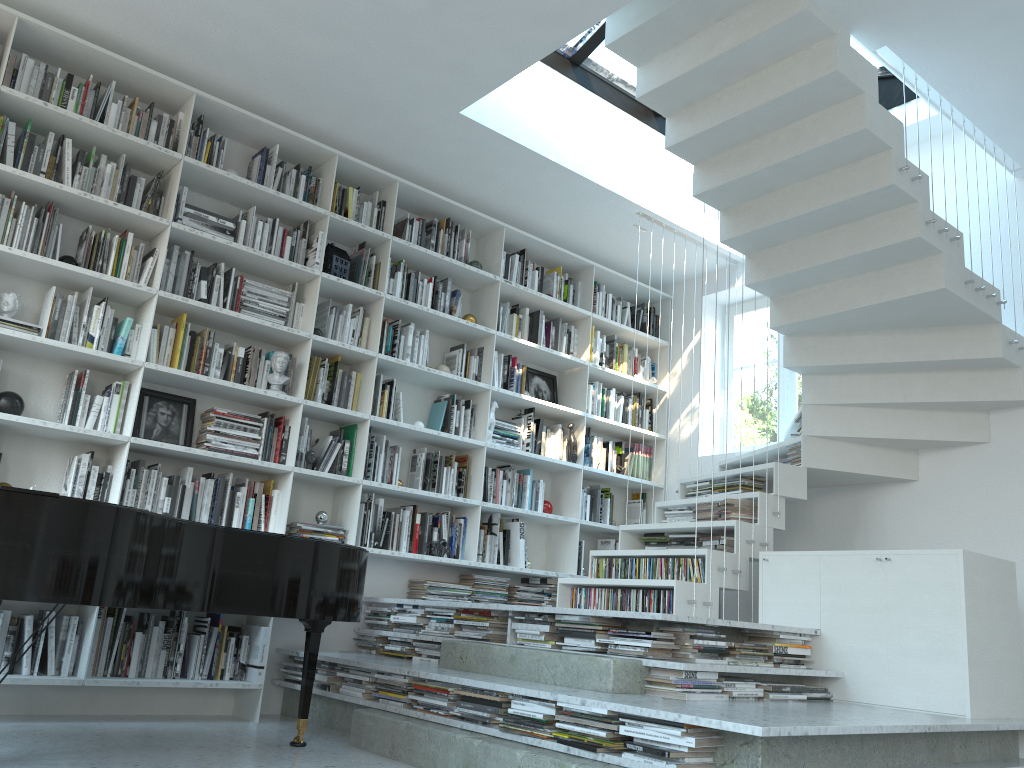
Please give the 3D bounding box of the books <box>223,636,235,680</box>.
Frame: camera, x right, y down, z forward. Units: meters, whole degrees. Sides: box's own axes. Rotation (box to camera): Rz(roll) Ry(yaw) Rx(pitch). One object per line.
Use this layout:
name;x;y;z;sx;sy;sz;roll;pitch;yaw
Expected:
books;-1.462;1.383;4.485;0.022;0.204;0.191;16;-19;-37

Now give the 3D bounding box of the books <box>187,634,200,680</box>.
books;-1.591;1.341;4.372;0.010;0.205;0.180;16;-18;-37

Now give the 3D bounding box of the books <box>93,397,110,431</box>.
books;-1.995;0.165;4.279;0.024;0.187;0.172;16;-18;-37

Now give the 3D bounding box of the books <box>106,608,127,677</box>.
books;-1.884;1.209;4.172;0.034;0.310;0.170;16;-18;-37

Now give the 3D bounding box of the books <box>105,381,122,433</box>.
books;-1.961;0.133;4.308;0.027;0.269;0.178;16;-18;-37

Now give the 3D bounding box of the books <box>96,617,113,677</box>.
books;-1.923;1.224;4.148;0.025;0.263;0.145;16;-18;-37

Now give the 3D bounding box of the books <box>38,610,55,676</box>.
books;-2.098;1.163;3.998;0.074;0.275;0.181;16;-18;-37

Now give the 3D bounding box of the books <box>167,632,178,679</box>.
books;-1.683;1.316;4.319;0.022;0.212;0.167;16;-18;-37

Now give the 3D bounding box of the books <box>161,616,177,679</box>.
books;-1.691;1.277;4.314;0.013;0.284;0.185;16;-18;-37

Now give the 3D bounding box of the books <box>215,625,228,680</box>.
books;-1.491;1.348;4.467;0.011;0.257;0.171;16;-18;-37

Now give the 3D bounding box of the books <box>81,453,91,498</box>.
books;-2.042;0.471;4.192;0.010;0.276;0.155;16;-18;-37

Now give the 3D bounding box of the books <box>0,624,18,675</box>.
books;-2.224;1.161;3.887;0.030;0.201;0.178;16;-18;-37

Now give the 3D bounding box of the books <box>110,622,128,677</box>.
books;-1.872;1.248;4.189;0.022;0.246;0.144;16;-18;-37

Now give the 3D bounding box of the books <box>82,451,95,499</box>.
books;-2.030;0.466;4.198;0.014;0.290;0.132;16;-18;-37

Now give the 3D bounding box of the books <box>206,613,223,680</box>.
books;-1.514;1.310;4.444;0.013;0.316;0.186;16;-18;-37

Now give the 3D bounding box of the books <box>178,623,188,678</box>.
books;-1.648;1.305;4.362;0.024;0.261;0.131;16;-18;-37

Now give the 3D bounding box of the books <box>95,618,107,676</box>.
books;-1.943;1.224;4.144;0.010;0.258;0.131;16;-18;-37

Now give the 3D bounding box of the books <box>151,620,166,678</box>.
books;-1.736;1.280;4.295;0.028;0.260;0.132;16;-18;-37

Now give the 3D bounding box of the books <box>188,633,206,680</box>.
books;-1.579;1.345;4.388;0.029;0.209;0.170;16;-18;-37

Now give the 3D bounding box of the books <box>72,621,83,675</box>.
books;-2.019;1.212;4.080;0.021;0.237;0.115;16;-18;-37

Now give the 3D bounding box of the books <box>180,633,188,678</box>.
books;-1.631;1.337;4.381;0.040;0.211;0.129;16;-18;-37

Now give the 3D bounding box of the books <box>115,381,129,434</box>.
books;-1.929;0.135;4.326;0.021;0.281;0.162;16;-18;-37

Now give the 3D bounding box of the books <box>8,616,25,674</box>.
books;-2.208;1.152;3.918;0.028;0.237;0.136;16;-18;-37

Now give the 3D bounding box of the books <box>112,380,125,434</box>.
books;-1.940;0.132;4.314;0.011;0.278;0.188;16;-18;-37

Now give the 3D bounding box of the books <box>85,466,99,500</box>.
books;-2.011;0.503;4.196;0.029;0.220;0.153;16;-18;-37

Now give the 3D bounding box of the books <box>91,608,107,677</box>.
books;-1.942;1.194;4.112;0.014;0.300;0.184;16;-18;-37

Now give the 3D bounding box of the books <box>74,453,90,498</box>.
books;-2.047;0.468;4.169;0.027;0.268;0.159;16;-18;-37

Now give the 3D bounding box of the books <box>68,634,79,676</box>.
books;-2.026;1.232;4.045;0.024;0.179;0.171;16;-19;-37

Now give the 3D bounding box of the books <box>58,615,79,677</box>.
books;-2.031;1.185;4.027;0.024;0.259;0.190;16;-18;-37

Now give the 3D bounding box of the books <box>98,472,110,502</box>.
books;-1.972;0.527;4.233;0.024;0.200;0.158;16;-18;-37

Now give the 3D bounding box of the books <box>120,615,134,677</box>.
books;-1.849;1.241;4.211;0.012;0.275;0.154;16;-18;-37

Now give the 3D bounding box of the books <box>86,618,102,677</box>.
books;-1.959;1.211;4.094;0.026;0.255;0.183;16;-18;-37

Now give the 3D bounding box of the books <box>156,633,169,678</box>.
books;-1.717;1.314;4.302;0.024;0.203;0.144;16;-18;-37

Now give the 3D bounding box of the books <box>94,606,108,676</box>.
books;-1.941;1.181;4.138;0.014;0.339;0.140;16;-18;-37

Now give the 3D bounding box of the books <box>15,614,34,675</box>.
books;-2.167;1.153;3.938;0.063;0.252;0.178;16;-18;-37

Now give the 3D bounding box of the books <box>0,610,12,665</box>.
books;-2.252;1.126;3.886;0.031;0.265;0.144;16;-18;-37

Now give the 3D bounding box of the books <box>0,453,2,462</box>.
books;-2.326;0.418;3.957;0.023;0.211;0.160;16;-18;-37

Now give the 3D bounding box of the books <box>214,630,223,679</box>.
books;-1.516;1.355;4.464;0.028;0.238;0.140;16;-18;-37

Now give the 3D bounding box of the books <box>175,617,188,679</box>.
books;-1.651;1.286;4.342;0.014;0.287;0.185;16;-18;-37

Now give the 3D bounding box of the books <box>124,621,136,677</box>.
books;-1.841;1.254;4.216;0.012;0.254;0.151;16;-18;-37

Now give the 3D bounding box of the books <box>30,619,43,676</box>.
books;-2.138;1.171;3.955;0.011;0.231;0.174;16;-18;-37

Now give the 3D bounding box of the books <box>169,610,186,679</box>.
books;-1.659;1.260;4.338;0.014;0.334;0.183;16;-18;-37

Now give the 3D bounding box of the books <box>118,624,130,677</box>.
books;-1.856;1.255;4.196;0.012;0.238;0.129;16;-18;-37

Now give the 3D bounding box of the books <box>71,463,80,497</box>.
books;-2.077;0.487;4.165;0.015;0.225;0.148;16;-18;-37

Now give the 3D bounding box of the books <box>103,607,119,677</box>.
books;-1.900;1.191;4.161;0.012;0.336;0.144;16;-18;-37

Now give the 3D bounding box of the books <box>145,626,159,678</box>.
books;-1.759;1.287;4.274;0.030;0.234;0.138;16;-18;-37

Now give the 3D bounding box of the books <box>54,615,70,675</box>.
books;-2.069;1.185;4.036;0.025;0.258;0.133;16;-18;-37

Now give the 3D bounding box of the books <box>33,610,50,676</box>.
books;-2.123;1.152;3.962;0.012;0.274;0.180;16;-18;-37

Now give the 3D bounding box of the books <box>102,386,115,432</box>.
books;-1.973;0.140;4.288;0.012;0.244;0.171;16;-18;-37

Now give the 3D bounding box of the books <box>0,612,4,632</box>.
books;-2.260;1.124;3.860;0.012;0.253;0.161;16;-18;-37

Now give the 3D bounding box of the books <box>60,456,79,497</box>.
books;-2.081;0.469;4.154;0.012;0.253;0.161;16;-18;-37

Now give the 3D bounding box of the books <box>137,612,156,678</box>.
books;-1.777;1.251;4.262;0.026;0.293;0.155;16;-18;-37

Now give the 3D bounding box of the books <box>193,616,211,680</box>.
books;-1.561;1.310;4.411;0.011;0.292;0.184;16;-18;-37

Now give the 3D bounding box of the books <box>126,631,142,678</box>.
books;-1.812;1.278;4.203;0.028;0.206;0.175;16;-18;-37

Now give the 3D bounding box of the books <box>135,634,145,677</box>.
books;-1.809;1.294;4.242;0.030;0.196;0.143;16;-18;-37

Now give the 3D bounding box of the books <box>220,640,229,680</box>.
books;-1.486;1.386;4.477;0.024;0.190;0.155;16;-18;-37

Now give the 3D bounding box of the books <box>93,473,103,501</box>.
books;-2.002;0.526;4.225;0.031;0.194;0.142;16;-18;-37

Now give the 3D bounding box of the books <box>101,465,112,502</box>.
books;-1.971;0.516;4.270;0.019;0.241;0.107;16;-18;-37

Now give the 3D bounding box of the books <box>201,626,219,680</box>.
books;-1.535;1.334;4.415;0.044;0.250;0.187;16;-18;-37
